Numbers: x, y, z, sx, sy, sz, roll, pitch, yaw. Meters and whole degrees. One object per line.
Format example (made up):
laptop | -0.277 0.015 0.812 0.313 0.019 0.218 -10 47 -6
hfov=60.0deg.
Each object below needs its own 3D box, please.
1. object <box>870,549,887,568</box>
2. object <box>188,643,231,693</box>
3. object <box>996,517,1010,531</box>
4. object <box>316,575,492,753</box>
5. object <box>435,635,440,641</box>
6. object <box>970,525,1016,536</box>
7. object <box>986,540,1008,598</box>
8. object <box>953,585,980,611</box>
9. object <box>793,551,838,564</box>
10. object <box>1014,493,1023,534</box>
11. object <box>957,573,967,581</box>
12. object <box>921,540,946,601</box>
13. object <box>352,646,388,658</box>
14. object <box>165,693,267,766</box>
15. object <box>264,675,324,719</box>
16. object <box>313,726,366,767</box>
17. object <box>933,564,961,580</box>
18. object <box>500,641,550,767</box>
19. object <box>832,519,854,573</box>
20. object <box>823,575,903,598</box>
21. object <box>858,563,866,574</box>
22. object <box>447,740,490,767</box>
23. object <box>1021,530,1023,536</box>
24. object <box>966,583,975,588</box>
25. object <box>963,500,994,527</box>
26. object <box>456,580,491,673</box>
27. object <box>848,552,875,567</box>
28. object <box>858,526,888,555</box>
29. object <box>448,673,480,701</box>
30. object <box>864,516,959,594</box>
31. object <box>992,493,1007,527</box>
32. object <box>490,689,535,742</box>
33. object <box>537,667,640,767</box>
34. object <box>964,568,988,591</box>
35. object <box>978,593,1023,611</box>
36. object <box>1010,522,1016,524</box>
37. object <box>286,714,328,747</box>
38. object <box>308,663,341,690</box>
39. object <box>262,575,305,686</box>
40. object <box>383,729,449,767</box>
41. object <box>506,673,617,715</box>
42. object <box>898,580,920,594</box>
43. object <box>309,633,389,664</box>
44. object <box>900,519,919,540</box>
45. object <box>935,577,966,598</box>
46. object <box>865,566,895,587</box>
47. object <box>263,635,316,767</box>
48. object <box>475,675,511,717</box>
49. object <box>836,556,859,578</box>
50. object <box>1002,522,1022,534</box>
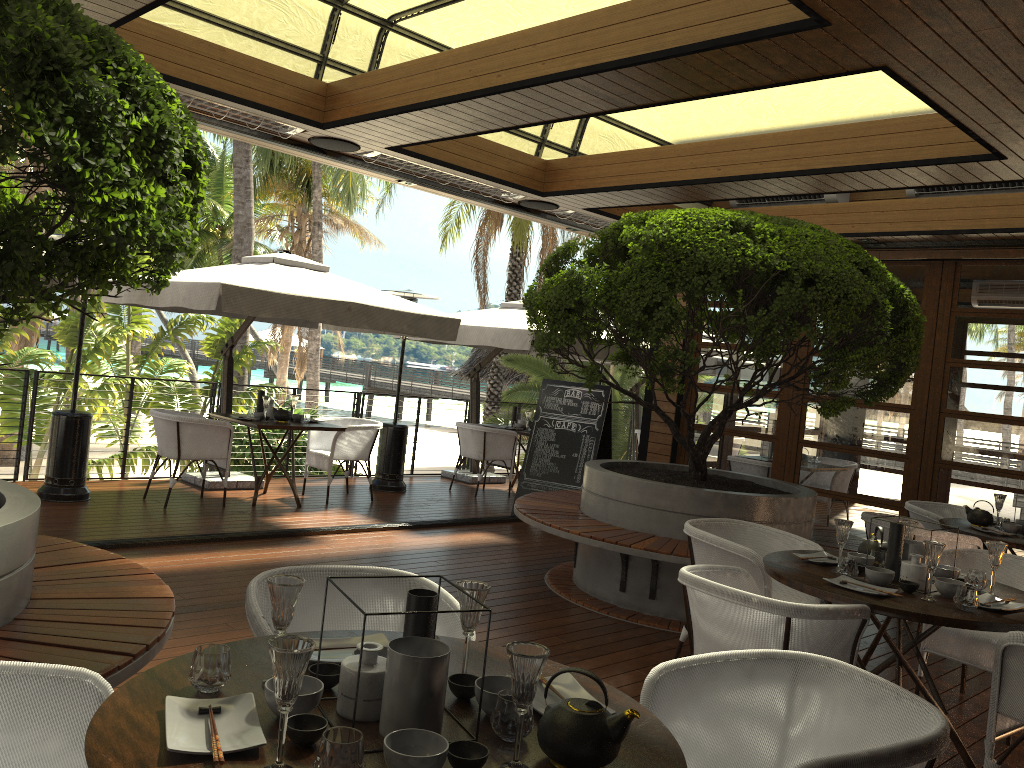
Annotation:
object | 1.673 0.804 4.046 0.086 0.086 0.086 6 1 14
object | -0.634 0.600 1.866 0.086 0.086 0.086 7 1 23
object | 3.286 0.938 5.929 0.086 0.086 0.086 6 1 -45
object | -0.229 0.557 1.812 0.263 0.264 0.264 6 1 -27
object | -0.210 0.641 2.095 0.086 0.086 0.086 6 1 18
object | 3.120 0.956 5.732 0.170 0.025 0.295 6 1 -5
object | 2.019 0.775 3.712 0.082 0.227 0.082 6 0 -35
object | 1.746 0.825 3.406 0.086 0.086 0.086 6 1 14
object | 1.418 0.806 4.085 0.294 0.025 0.170 5 1 -36
object | 3.518 0.877 5.831 0.263 0.264 0.263 6 1 -10
object | 2.001 0.870 4.091 0.170 0.025 0.295 5 2 -41
object | 1.660 0.740 3.509 0.082 0.227 0.082 6 0 -40
object | -0.306 0.644 2.008 0.116 0.065 0.116 6 1 -1
object | -0.554 0.644 1.649 0.170 0.025 0.295 6 1 -22
object | -0.439 0.634 1.776 0.116 0.065 0.116 6 1 -24
object | -0.294 0.644 1.520 0.086 0.086 0.086 6 1 18
object | 1.920 0.844 3.927 0.116 0.065 0.116 6 1 -20
object | 0.018 0.602 1.643 0.082 0.227 0.082 6 0 -26
object | 1.438 0.708 3.872 0.082 0.227 0.082 6 0 -35
object | 1.418 0.818 3.547 0.170 0.025 0.295 5 2 -41
object | 1.518 0.813 3.901 0.080 0.042 0.080 7 1 23
object | -0.083 0.688 1.619 0.080 0.042 0.080 6 1 -6
object | 3.328 0.970 5.722 0.080 0.042 0.080 7 1 24
object | 1.884 0.857 3.698 0.080 0.042 0.080 7 1 23
object | 3.194 0.879 6.044 0.163 0.179 0.168 6 1 -7
object | -0.101 0.580 2.066 0.082 0.227 0.082 6 0 -33
object | 1.570 0.805 3.995 0.116 0.065 0.116 6 1 -32
object | 1.724 0.759 4.190 0.163 0.179 0.168 6 1 -34
object | -0.105 0.678 1.970 0.080 0.042 0.080 6 1 6
object | 1.715 0.725 3.805 0.263 0.264 0.264 6 1 -41
object | 3.330 0.867 6.068 0.082 0.227 0.082 6 0 -21
object | 0.002 0.671 1.787 0.086 0.086 0.086 7 1 23
object | 0.134 0.640 1.706 0.163 0.179 0.168 6 1 -24
object | 2.000 0.844 3.819 0.086 0.086 0.086 6 1 9
object | 1.933 0.874 3.539 0.294 0.025 0.170 5 1 -36
object | 3.413 0.972 6.064 0.080 0.042 0.080 6 1 -11
object | -0.387 0.654 1.661 0.080 0.042 0.080 6 1 6
object | -0.408 0.645 1.944 0.080 0.042 0.080 6 1 -29
object | -0.504 0.539 1.933 0.082 0.227 0.082 6 0 -26
object | -0.173 0.667 1.572 0.116 0.065 0.116 6 1 -1
object | 0.095 0.707 2.025 0.170 0.025 0.295 6 1 -22
object | 1.615 0.829 3.611 0.080 0.042 0.080 6 1 10
object | -0.425 0.648 2.151 0.294 0.025 0.170 6 1 -27
object | 1.819 0.745 4.088 0.082 0.227 0.082 6 0 38
object | 1.786 0.836 3.619 0.116 0.065 0.116 6 1 -32
object | 1.530 0.807 3.695 0.116 0.065 0.116 6 1 -20
object | -0.393 0.560 1.535 0.082 0.227 0.082 6 0 -33
object | -0.025 0.676 1.899 0.116 0.065 0.116 6 1 -24
object | 1.426 0.783 3.766 0.086 0.086 0.086 6 1 9
object | 3.276 0.951 5.814 0.116 0.065 0.116 6 1 16
